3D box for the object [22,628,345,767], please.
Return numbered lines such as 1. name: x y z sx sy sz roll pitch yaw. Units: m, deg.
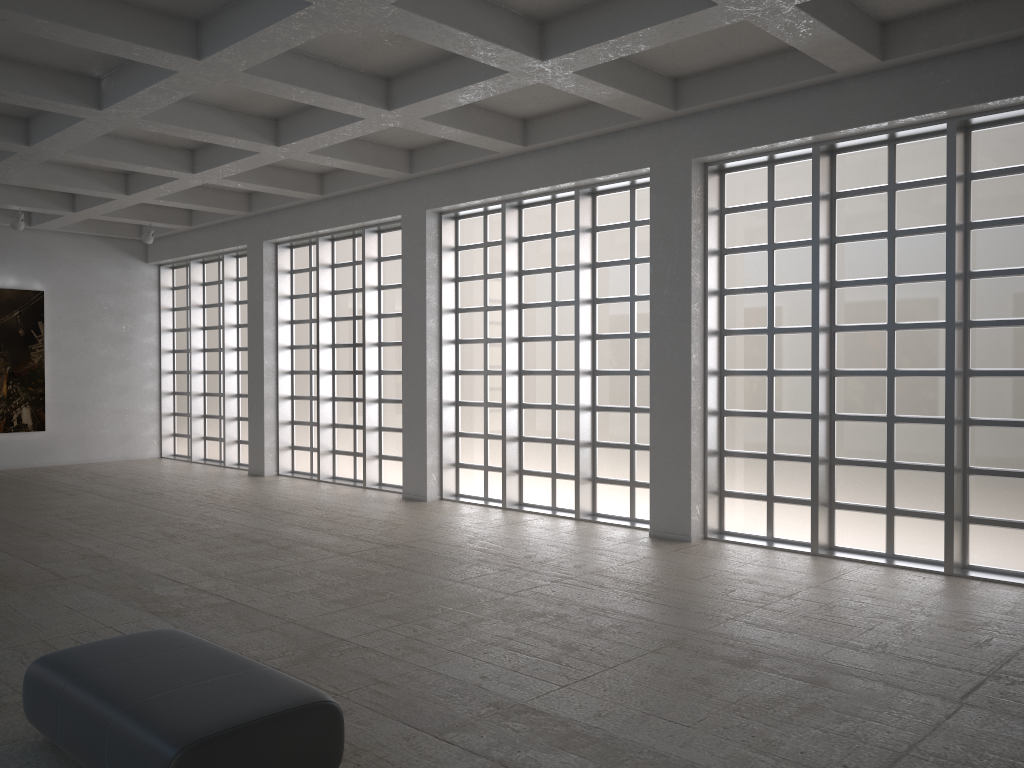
1. object: -3.034 2.961 7.967 3.044 0.828 1.616 1 1 44
